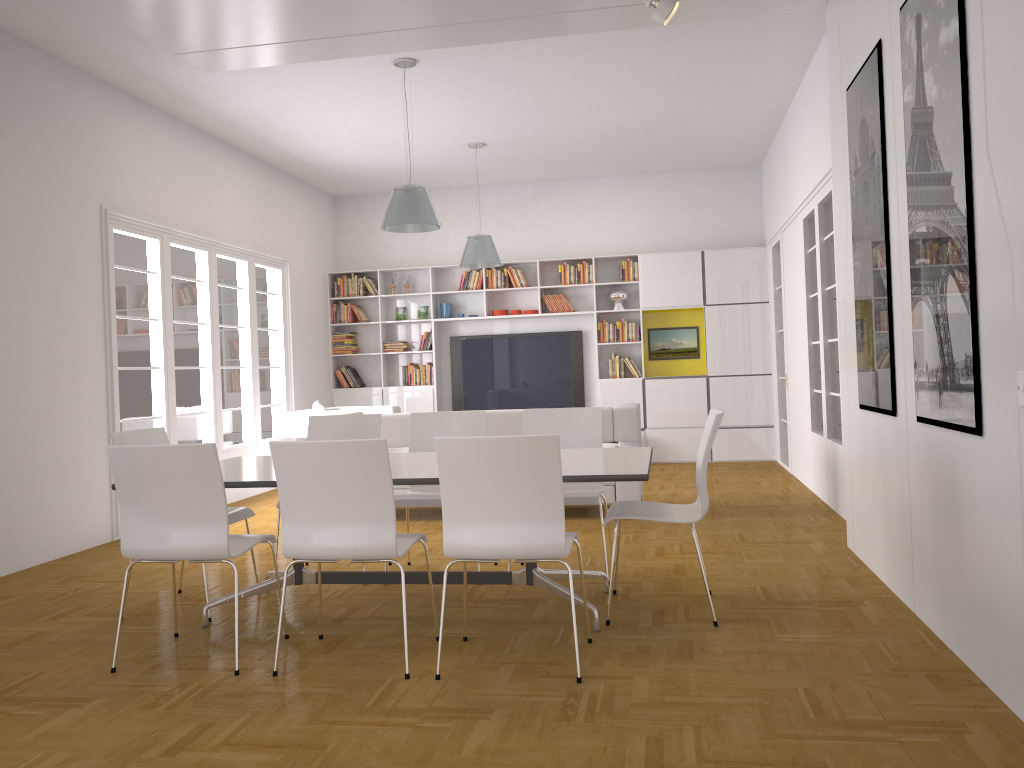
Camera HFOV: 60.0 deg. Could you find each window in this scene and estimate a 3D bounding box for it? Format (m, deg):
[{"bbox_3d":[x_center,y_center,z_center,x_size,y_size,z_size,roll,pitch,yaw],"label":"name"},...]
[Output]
[{"bbox_3d":[-2.822,-0.119,8.322,0.195,2.528,3.351,-2,0,10],"label":"window"}]

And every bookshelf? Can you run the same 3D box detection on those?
[{"bbox_3d":[0.396,-0.260,10.860,5.364,2.480,0.389,-2,0,10],"label":"bookshelf"}]

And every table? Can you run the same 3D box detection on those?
[{"bbox_3d":[-0.513,0.757,4.408,2.410,0.722,1.211,-2,1,10],"label":"table"}]

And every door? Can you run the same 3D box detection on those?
[{"bbox_3d":[2.897,-0.323,9.498,0.139,2.454,1.009,-2,0,10],"label":"door"}]

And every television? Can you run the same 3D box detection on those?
[{"bbox_3d":[0.063,-0.080,10.984,1.660,1.088,0.082,-2,0,10],"label":"television"}]

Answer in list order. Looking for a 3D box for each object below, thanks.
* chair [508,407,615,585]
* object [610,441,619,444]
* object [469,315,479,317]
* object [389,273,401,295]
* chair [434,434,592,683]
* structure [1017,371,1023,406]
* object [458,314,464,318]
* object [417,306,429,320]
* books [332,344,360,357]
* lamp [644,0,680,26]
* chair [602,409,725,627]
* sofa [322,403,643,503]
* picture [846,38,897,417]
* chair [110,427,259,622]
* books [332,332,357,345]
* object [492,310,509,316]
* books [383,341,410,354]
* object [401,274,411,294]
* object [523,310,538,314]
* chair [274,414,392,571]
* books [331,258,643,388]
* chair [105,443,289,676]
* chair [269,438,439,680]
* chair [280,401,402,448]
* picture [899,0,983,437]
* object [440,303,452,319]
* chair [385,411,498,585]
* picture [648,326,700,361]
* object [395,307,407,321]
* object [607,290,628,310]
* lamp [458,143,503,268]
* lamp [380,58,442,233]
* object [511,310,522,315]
[{"bbox_3d":[0.277,0.615,5.063,0.561,0.931,0.575,-2,0,10],"label":"chair"},{"bbox_3d":[1.254,0.761,10.278,0.211,0.391,0.217,-2,0,10],"label":"object"},{"bbox_3d":[-0.474,-0.835,10.970,0.124,0.032,0.123,-2,1,-5],"label":"object"},{"bbox_3d":[-1.475,-1.252,11.178,0.120,0.279,0.179,-2,0,15],"label":"object"},{"bbox_3d":[-0.001,0.650,3.530,0.561,0.931,0.575,-2,0,10],"label":"chair"},{"bbox_3d":[1.538,0.014,2.655,0.013,0.104,0.114,-2,0,10],"label":"structure"},{"bbox_3d":[-0.629,-0.842,10.996,0.078,0.056,0.078,-2,1,35],"label":"object"},{"bbox_3d":[-1.124,-0.894,11.203,0.144,0.190,0.052,-2,0,10],"label":"object"},{"bbox_3d":[-2.109,-0.431,11.271,0.284,0.153,0.207,-2,0,10],"label":"books"},{"bbox_3d":[0.807,-2.085,4.706,0.167,0.364,0.173,-2,0,-38],"label":"lamp"},{"bbox_3d":[0.732,0.604,4.211,0.575,0.931,0.561,-2,0,10],"label":"chair"},{"bbox_3d":[-0.259,0.628,7.325,2.622,0.849,0.822,-2,0,10],"label":"sofa"},{"bbox_3d":[1.830,-0.744,4.552,0.013,1.780,0.787,-2,0,10],"label":"picture"},{"bbox_3d":[-1.717,0.700,4.633,0.575,0.931,0.561,-2,0,10],"label":"chair"},{"bbox_3d":[-2.131,-0.579,11.275,0.252,0.153,0.207,-2,0,10],"label":"books"},{"bbox_3d":[-0.145,-0.869,10.925,0.210,0.073,0.211,-2,1,-15],"label":"object"},{"bbox_3d":[-1.450,-0.455,11.158,0.284,0.153,0.207,-2,0,10],"label":"books"},{"bbox_3d":[-1.354,-1.247,11.174,0.179,0.260,0.119,-2,0,30],"label":"object"},{"bbox_3d":[0.230,-0.872,10.841,0.182,0.054,0.183,-2,1,6],"label":"object"},{"bbox_3d":[-1.064,0.664,5.294,0.561,0.931,0.575,-2,0,10],"label":"chair"},{"bbox_3d":[-0.361,-0.732,10.955,3.861,1.455,0.235,-2,0,10],"label":"books"},{"bbox_3d":[-1.342,0.699,3.762,0.561,0.931,0.575,-2,0,10],"label":"chair"},{"bbox_3d":[-0.651,0.674,3.643,0.561,0.931,0.575,-2,0,10],"label":"chair"},{"bbox_3d":[-1.718,0.612,9.105,0.801,0.911,1.096,-2,0,20],"label":"chair"},{"bbox_3d":[1.635,-0.718,3.427,0.016,1.780,0.787,-2,0,10],"label":"picture"},{"bbox_3d":[-0.818,-0.903,11.029,0.147,0.192,0.147,-2,0,-1],"label":"object"},{"bbox_3d":[-0.414,0.640,5.182,0.561,0.931,0.575,-2,0,10],"label":"chair"},{"bbox_3d":[1.950,-0.488,10.697,0.609,0.388,0.007,-2,0,10],"label":"picture"},{"bbox_3d":[-1.408,-0.884,11.252,0.144,0.190,0.052,-2,0,10],"label":"object"},{"bbox_3d":[1.275,-0.998,10.676,0.256,0.239,0.257,-2,0,18],"label":"object"},{"bbox_3d":[-0.345,-1.843,9.136,0.464,1.250,0.464,-2,0,9],"label":"lamp"},{"bbox_3d":[-0.777,-1.786,6.630,0.464,1.250,0.464,-2,0,9],"label":"lamp"},{"bbox_3d":[0.056,-0.869,10.890,0.128,0.073,0.129,-2,1,6],"label":"object"}]
